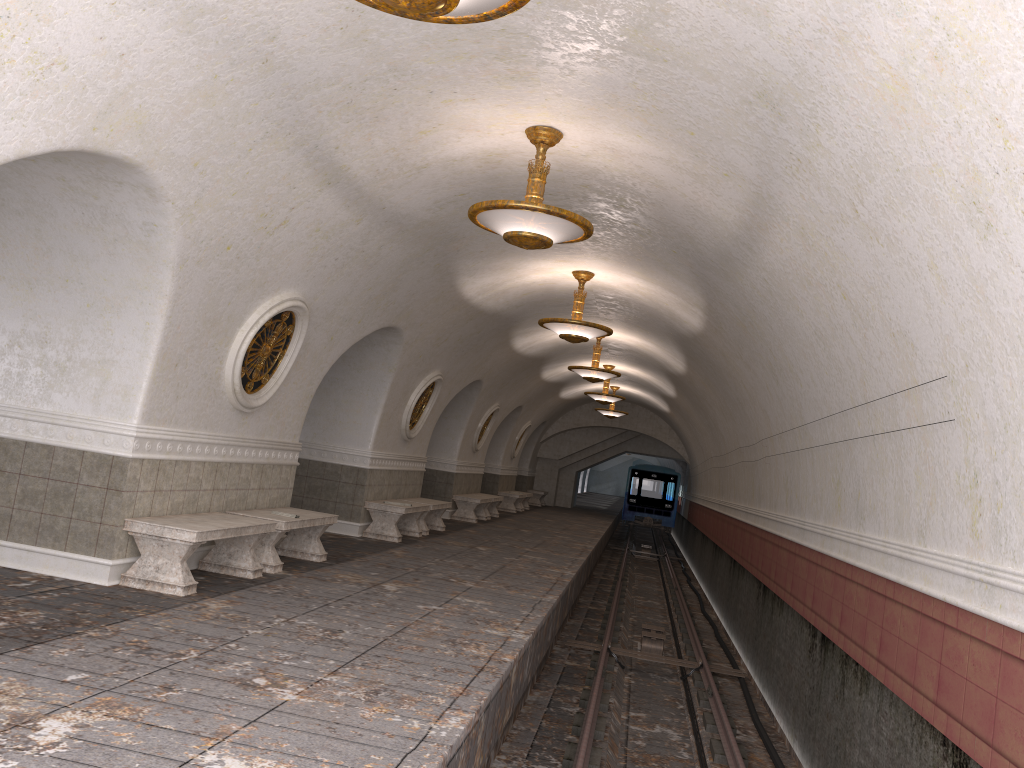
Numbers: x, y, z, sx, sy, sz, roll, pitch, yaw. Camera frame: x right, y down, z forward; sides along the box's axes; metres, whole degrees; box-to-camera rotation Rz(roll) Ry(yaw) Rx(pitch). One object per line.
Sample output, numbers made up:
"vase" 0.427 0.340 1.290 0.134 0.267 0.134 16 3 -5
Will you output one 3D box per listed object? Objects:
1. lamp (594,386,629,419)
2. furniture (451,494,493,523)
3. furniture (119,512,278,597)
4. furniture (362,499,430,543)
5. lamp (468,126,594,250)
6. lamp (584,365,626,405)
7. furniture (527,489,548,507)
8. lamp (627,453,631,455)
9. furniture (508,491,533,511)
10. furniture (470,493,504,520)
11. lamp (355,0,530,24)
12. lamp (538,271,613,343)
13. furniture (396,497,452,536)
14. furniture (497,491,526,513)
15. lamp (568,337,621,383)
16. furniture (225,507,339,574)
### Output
"lamp" 2.964 0.556 26.098 1.008 0.955 1.008 12 -6 -35
"furniture" -0.881 2.703 19.307 0.613 0.508 1.509 8 -5 9
"furniture" -2.608 1.403 7.473 0.613 0.508 1.509 8 -5 9
"furniture" -1.745 2.053 13.384 0.613 0.508 1.509 8 -5 9
"lamp" 0.186 -1.535 7.062 1.008 0.955 1.008 9 -5 -7
"lamp" 2.271 0.034 21.346 1.008 0.955 1.008 6 -5 25
"furniture" 0.880 4.028 31.372 0.613 0.508 1.509 8 -5 9
"lamp" 8.240 4.526 62.247 1.008 0.955 1.008 9 -5 -5
"furniture" 0.216 3.529 26.827 0.613 0.508 1.509 8 -5 9
"furniture" -0.640 2.885 20.961 0.613 0.508 1.509 8 -5 9
"lamp" -0.338 -1.930 3.467 1.008 0.955 1.008 12 -6 -35
"lamp" 0.884 -1.010 11.845 1.008 0.955 1.008 9 -5 -7
"furniture" -1.504 2.234 15.038 0.613 0.508 1.509 8 -5 9
"furniture" -0.025 3.347 25.172 0.613 0.508 1.509 8 -5 9
"lamp" 1.578 -0.488 16.597 1.008 0.955 1.008 6 -5 25
"furniture" -2.367 1.585 9.127 0.613 0.508 1.509 8 -5 9
